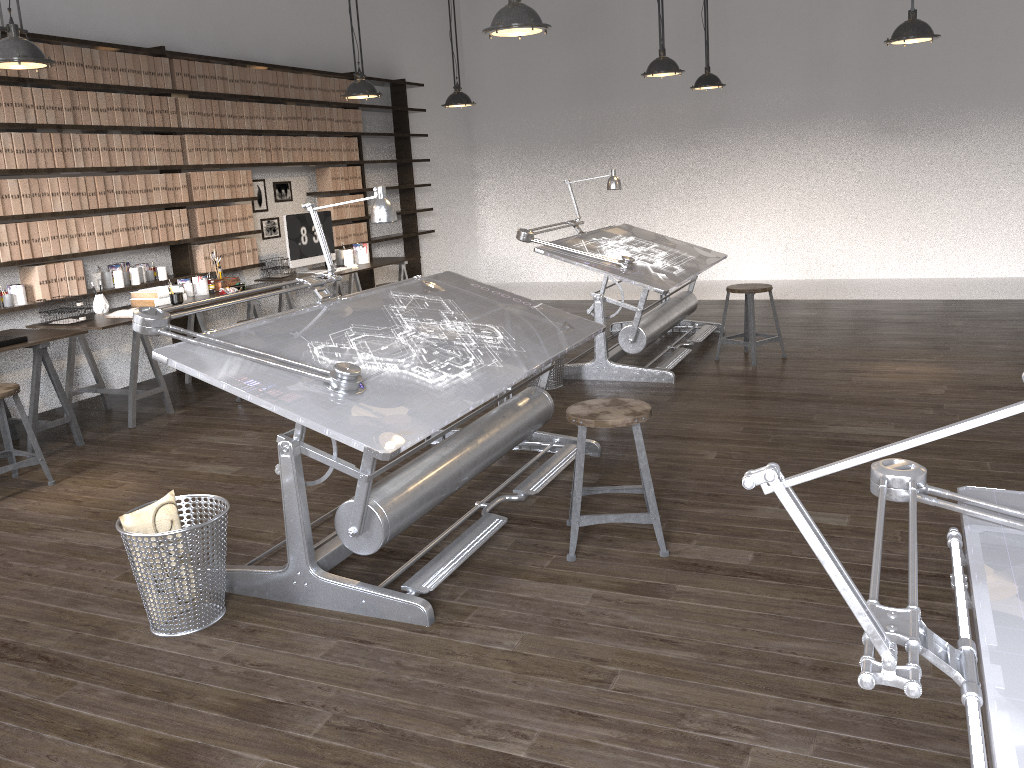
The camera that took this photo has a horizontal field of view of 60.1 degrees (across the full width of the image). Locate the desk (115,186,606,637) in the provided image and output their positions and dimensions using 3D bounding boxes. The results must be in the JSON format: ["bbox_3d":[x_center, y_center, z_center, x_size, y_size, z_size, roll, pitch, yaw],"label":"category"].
[{"bbox_3d":[-0.481,-0.102,3.594,1.077,1.373,2.302,2,14,24],"label":"desk"}]

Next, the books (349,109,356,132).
[{"bbox_3d":[-1.626,-2.566,8.666,0.174,0.224,0.067,2,12,24],"label":"books"}]

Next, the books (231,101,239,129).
[{"bbox_3d":[-2.308,-2.166,7.169,0.174,0.223,0.067,2,12,24],"label":"books"}]

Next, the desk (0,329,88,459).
[{"bbox_3d":[-3.079,0.200,4.596,0.656,0.663,1.685,2,14,24],"label":"desk"}]

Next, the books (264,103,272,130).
[{"bbox_3d":[-2.141,-2.264,7.536,0.174,0.223,0.067,2,12,24],"label":"books"}]

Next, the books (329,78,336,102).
[{"bbox_3d":[-1.762,-2.767,8.361,0.174,0.223,0.067,2,12,24],"label":"books"}]

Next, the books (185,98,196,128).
[{"bbox_3d":[-2.501,-2.048,6.727,0.174,0.223,0.067,2,12,24],"label":"books"}]

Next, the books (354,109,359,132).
[{"bbox_3d":[-1.603,-2.582,8.727,0.174,0.223,0.067,2,12,24],"label":"books"}]

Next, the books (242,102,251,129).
[{"bbox_3d":[-2.246,-2.199,7.291,0.174,0.224,0.067,2,12,24],"label":"books"}]

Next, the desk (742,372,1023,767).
[{"bbox_3d":[0.872,0.539,0.953,1.172,1.178,1.281,2,13,24],"label":"desk"}]

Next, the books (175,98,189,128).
[{"bbox_3d":[-2.533,-2.031,6.663,0.174,0.223,0.067,2,12,24],"label":"books"}]

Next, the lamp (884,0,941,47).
[{"bbox_3d":[2.308,-3.127,5.064,0.312,2.244,0.314,-13,14,-40],"label":"lamp"}]

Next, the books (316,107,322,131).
[{"bbox_3d":[-1.853,-2.435,8.176,0.174,0.223,0.067,2,12,24],"label":"books"}]

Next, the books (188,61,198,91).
[{"bbox_3d":[-2.494,-2.335,6.746,0.174,0.223,0.067,2,12,24],"label":"books"}]

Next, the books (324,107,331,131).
[{"bbox_3d":[-1.792,-2.468,8.297,0.174,0.224,0.067,2,12,24],"label":"books"}]

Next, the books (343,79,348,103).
[{"bbox_3d":[-1.678,-2.817,8.548,0.174,0.223,0.067,2,12,24],"label":"books"}]

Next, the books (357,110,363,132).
[{"bbox_3d":[-1.576,-2.597,8.783,0.174,0.223,0.067,2,12,24],"label":"books"}]

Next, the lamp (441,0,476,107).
[{"bbox_3d":[-0.545,-3.566,7.669,0.312,2.231,0.314,-13,14,-40],"label":"lamp"}]

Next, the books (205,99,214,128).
[{"bbox_3d":[-2.426,-2.096,6.909,0.174,0.223,0.067,2,12,24],"label":"books"}]

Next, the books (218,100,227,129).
[{"bbox_3d":[-2.365,-2.132,7.043,0.174,0.223,0.067,2,12,24],"label":"books"}]

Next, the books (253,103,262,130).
[{"bbox_3d":[-2.197,-2.230,7.408,0.174,0.223,0.067,2,12,24],"label":"books"}]

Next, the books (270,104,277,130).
[{"bbox_3d":[-2.115,-2.281,7.600,0.174,0.223,0.067,2,12,24],"label":"books"}]

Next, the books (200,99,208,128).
[{"bbox_3d":[-2.450,-2.080,6.850,0.174,0.223,0.067,2,12,24],"label":"books"}]

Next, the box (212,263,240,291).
[{"bbox_3d":[-2.209,-0.825,6.771,0.137,0.205,0.214,1,13,24],"label":"box"}]

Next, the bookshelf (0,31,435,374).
[{"bbox_3d":[-2.901,-0.733,6.102,0.373,3.175,9.267,1,14,24],"label":"bookshelf"}]

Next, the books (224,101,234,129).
[{"bbox_3d":[-2.332,-2.149,7.104,0.174,0.223,0.067,2,12,24],"label":"books"}]

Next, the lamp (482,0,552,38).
[{"bbox_3d":[-0.050,-2.670,3.763,0.313,2.231,0.313,7,15,44],"label":"lamp"}]

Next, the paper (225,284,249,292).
[{"bbox_3d":[-2.069,-0.730,6.710,0.138,0.038,0.156,7,17,38],"label":"paper"}]

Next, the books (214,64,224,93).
[{"bbox_3d":[-2.375,-2.402,6.994,0.174,0.224,0.067,2,12,24],"label":"books"}]

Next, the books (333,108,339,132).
[{"bbox_3d":[-1.743,-2.499,8.414,0.174,0.223,0.067,2,12,24],"label":"books"}]

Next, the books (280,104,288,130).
[{"bbox_3d":[-2.050,-2.314,7.724,0.174,0.223,0.067,2,12,24],"label":"books"}]

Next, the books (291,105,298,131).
[{"bbox_3d":[-2.000,-2.347,7.847,0.174,0.223,0.067,2,12,24],"label":"books"}]

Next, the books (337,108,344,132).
[{"bbox_3d":[-1.712,-2.516,8.478,0.174,0.224,0.067,2,12,24],"label":"books"}]

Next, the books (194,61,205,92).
[{"bbox_3d":[-2.461,-2.352,6.808,0.174,0.223,0.067,2,12,24],"label":"books"}]

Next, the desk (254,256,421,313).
[{"bbox_3d":[-1.502,-0.734,8.090,0.656,0.663,1.685,2,14,24],"label":"desk"}]

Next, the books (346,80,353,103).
[{"bbox_3d":[-1.649,-2.835,8.615,0.174,0.223,0.067,2,12,24],"label":"books"}]

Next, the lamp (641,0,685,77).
[{"bbox_3d":[1.001,-3.292,6.093,0.312,2.231,0.314,-13,14,-40],"label":"lamp"}]

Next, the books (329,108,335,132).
[{"bbox_3d":[-1.769,-2.484,8.359,0.174,0.223,0.067,2,12,24],"label":"books"}]

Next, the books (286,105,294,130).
[{"bbox_3d":[-2.021,-2.332,7.788,0.174,0.224,0.067,2,12,24],"label":"books"}]

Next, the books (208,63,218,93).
[{"bbox_3d":[-2.408,-2.386,6.936,0.174,0.223,0.067,2,12,24],"label":"books"}]

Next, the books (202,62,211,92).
[{"bbox_3d":[-2.436,-2.369,6.873,0.174,0.223,0.067,2,12,24],"label":"books"}]

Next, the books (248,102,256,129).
[{"bbox_3d":[-2.224,-2.215,7.352,0.174,0.223,0.067,2,12,24],"label":"books"}]

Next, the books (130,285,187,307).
[{"bbox_3d":[-2.424,-0.630,6.177,0.385,0.146,0.297,2,14,24],"label":"books"}]

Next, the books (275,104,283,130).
[{"bbox_3d":[-2.083,-2.297,7.660,0.174,0.223,0.067,2,12,24],"label":"books"}]

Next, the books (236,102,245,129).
[{"bbox_3d":[-2.279,-2.183,7.233,0.174,0.223,0.067,2,12,24],"label":"books"}]

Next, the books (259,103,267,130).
[{"bbox_3d":[-2.166,-2.247,7.472,0.174,0.224,0.067,2,12,24],"label":"books"}]

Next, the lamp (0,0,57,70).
[{"bbox_3d":[-2.297,-2.529,3.787,0.312,2.231,0.314,-3,11,4],"label":"lamp"}]

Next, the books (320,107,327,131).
[{"bbox_3d":[-1.825,-2.452,8.239,0.174,0.223,0.067,2,12,24],"label":"books"}]

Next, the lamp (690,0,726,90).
[{"bbox_3d":[1.629,-3.664,7.483,0.312,2.231,0.314,-3,11,4],"label":"lamp"}]

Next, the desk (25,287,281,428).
[{"bbox_3d":[-2.366,-0.222,6.175,0.656,0.663,1.685,2,14,24],"label":"desk"}]

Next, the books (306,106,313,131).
[{"bbox_3d":[-1.911,-2.401,8.049,0.174,0.223,0.067,2,12,24],"label":"books"}]

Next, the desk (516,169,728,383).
[{"bbox_3d":[0.872,-0.904,6.593,1.077,1.373,2.089,2,14,24],"label":"desk"}]

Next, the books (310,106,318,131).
[{"bbox_3d":[-1.878,-2.418,8.111,0.174,0.223,0.067,2,12,24],"label":"books"}]

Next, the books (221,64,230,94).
[{"bbox_3d":[-2.352,-2.418,7.056,0.174,0.223,0.067,2,12,24],"label":"books"}]

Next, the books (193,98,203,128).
[{"bbox_3d":[-2.471,-2.065,6.791,0.174,0.224,0.067,2,12,24],"label":"books"}]

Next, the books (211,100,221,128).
[{"bbox_3d":[-2.391,-2.114,6.973,0.174,0.224,0.067,2,12,24],"label":"books"}]

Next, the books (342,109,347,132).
[{"bbox_3d":[-1.687,-2.533,8.543,0.174,0.223,0.067,2,12,24],"label":"books"}]

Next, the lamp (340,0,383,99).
[{"bbox_3d":[-1.172,-3.195,6.278,0.312,2.231,0.314,-13,14,-40],"label":"lamp"}]

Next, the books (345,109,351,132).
[{"bbox_3d":[-1.660,-2.550,8.606,0.174,0.223,0.067,2,12,24],"label":"books"}]
